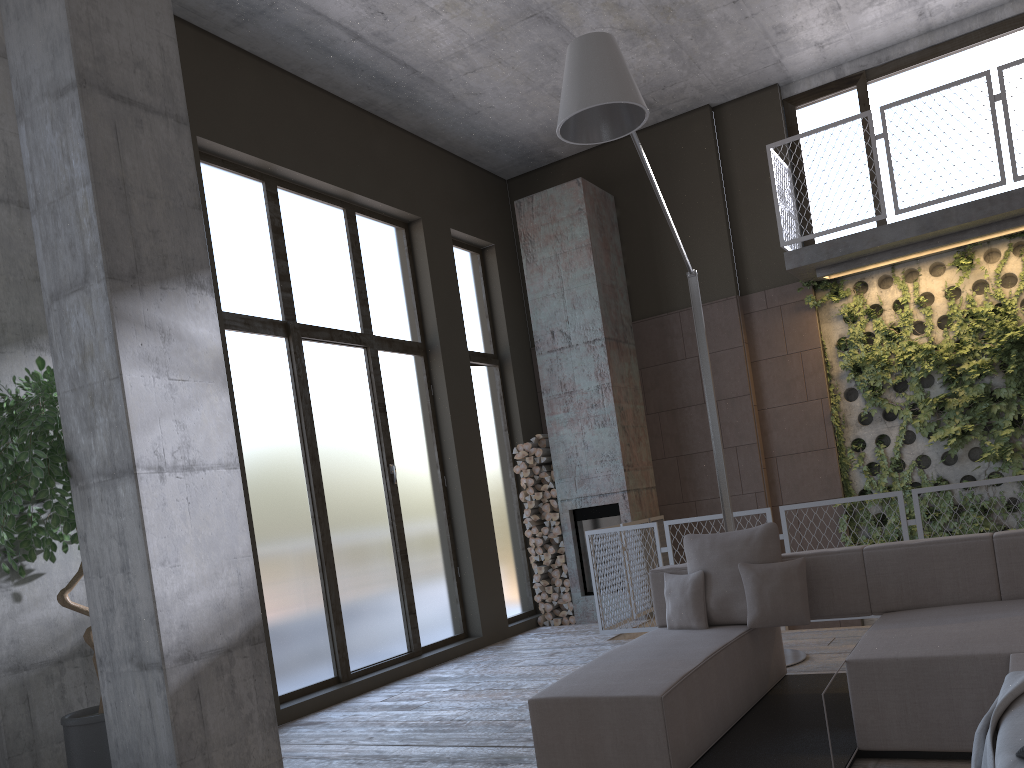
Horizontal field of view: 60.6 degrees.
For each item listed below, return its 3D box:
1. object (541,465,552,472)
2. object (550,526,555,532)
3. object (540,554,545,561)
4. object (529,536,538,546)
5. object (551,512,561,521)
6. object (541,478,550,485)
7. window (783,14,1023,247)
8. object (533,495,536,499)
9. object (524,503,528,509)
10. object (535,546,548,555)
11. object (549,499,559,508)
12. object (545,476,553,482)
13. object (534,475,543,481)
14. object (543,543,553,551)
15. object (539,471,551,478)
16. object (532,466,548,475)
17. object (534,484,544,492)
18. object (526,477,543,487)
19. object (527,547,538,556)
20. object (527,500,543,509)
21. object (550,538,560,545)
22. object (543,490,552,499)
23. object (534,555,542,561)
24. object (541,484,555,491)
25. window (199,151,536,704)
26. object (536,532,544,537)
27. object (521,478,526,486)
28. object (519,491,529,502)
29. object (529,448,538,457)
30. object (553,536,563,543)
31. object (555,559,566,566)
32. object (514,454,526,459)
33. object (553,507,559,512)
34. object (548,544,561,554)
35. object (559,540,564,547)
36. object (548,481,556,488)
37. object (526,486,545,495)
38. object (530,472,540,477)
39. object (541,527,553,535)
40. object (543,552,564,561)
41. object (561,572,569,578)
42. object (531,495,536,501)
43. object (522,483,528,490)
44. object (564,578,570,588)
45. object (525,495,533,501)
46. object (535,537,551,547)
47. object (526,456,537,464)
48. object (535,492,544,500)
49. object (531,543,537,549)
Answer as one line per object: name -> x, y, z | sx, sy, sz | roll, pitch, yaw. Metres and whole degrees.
object -> 0.440, 0.917, 9.570 | 0.068, 0.070, 0.422 | -10, -8, 29
object -> 0.535, 1.566, 9.571 | 0.068, 0.070, 0.422 | -10, -8, 29
object -> 0.438, 1.888, 9.643 | 0.068, 0.067, 0.422 | -11, -8, 29
object -> 0.306, 1.722, 9.677 | 0.102, 0.102, 0.292 | -11, -8, 31
object -> 0.580, 1.422, 9.517 | 0.094, 0.083, 0.479 | -11, -8, 29
object -> 0.439, 1.071, 9.648 | 0.105, 0.101, 0.291 | -11, -8, 29
window -> 4.398, -2.354, 7.969 | 3.609, 1.741, 0.109 | -12, -2, 30
object -> 0.383, 1.222, 9.593 | 0.116, 0.079, 0.434 | -11, -9, 29
object -> 0.263, 1.331, 9.647 | 0.068, 0.067, 0.422 | -11, -8, 29
object -> 0.398, 1.817, 9.667 | 0.093, 0.093, 0.436 | -11, -8, 29
object -> 0.532, 1.292, 9.494 | 0.089, 0.107, 0.364 | -10, -8, 29
object -> 0.478, 1.040, 9.541 | 0.067, 0.084, 0.424 | -10, -8, 27
object -> 0.350, 1.015, 9.605 | 0.065, 0.074, 0.359 | -10, -8, 28
object -> 0.475, 1.787, 9.650 | 0.102, 0.086, 0.362 | -11, -8, 29
object -> 0.433, 0.981, 9.549 | 0.123, 0.067, 0.362 | -12, -9, 31
object -> 0.368, 0.939, 9.581 | 0.092, 0.089, 0.454 | -11, -8, 28
object -> 0.380, 1.138, 9.649 | 0.102, 0.086, 0.362 | -11, -8, 29
object -> 0.271, 1.061, 9.590 | 0.099, 0.106, 0.293 | -11, -8, 31
object -> 0.300, 1.838, 9.676 | 0.089, 0.107, 0.364 | -10, -8, 29
object -> 0.325, 1.306, 9.607 | 0.094, 0.083, 0.479 | -11, -8, 29
object -> 0.534, 1.720, 9.649 | 0.105, 0.101, 0.291 | -11, -8, 29
object -> 0.486, 1.197, 9.575 | 0.092, 0.089, 0.454 | -11, -8, 29
object -> 0.369, 1.902, 9.684 | 0.068, 0.066, 0.422 | -11, -8, 29
object -> 0.463, 1.129, 9.587 | 0.116, 0.079, 0.434 | -11, -9, 29
window -> -2.325, 0.282, 5.910 | 0.211, 4.138, 9.191 | -8, -6, 28
object -> 0.375, 1.636, 9.614 | 0.090, 0.056, 0.332 | -12, -9, 29
object -> 0.211, 1.073, 9.676 | 0.102, 0.102, 0.292 | -11, -8, 31
object -> 0.196, 1.236, 9.684 | 0.064, 0.124, 0.363 | -9, -7, 28
object -> 0.311, 0.737, 9.541 | 0.105, 0.083, 0.362 | -11, -8, 29
object -> 0.573, 1.689, 9.542 | 0.067, 0.084, 0.424 | -10, -8, 27
object -> 0.610, 1.916, 9.565 | 0.092, 0.089, 0.454 | -11, -8, 29
object -> 0.167, 0.799, 9.685 | 0.124, 0.068, 0.363 | -12, -9, 31
object -> 0.555, 1.347, 9.565 | 0.102, 0.086, 0.362 | -11, -8, 29
object -> 0.537, 1.784, 9.552 | 0.092, 0.089, 0.454 | -11, -8, 30
object -> 0.625, 1.709, 9.514 | 0.067, 0.084, 0.424 | -10, -8, 27
object -> 0.516, 1.089, 9.532 | 0.072, 0.072, 0.422 | -11, -8, 29
object -> 0.303, 1.168, 9.666 | 0.093, 0.093, 0.436 | -11, -8, 29
object -> 0.280, 0.987, 9.613 | 0.090, 0.056, 0.332 | -12, -9, 29
object -> 0.463, 1.588, 9.582 | 0.092, 0.089, 0.454 | -11, -8, 28
object -> 0.500, 1.862, 9.602 | 0.094, 0.083, 0.479 | -11, -8, 29
object -> 0.656, 2.046, 9.533 | 0.072, 0.072, 0.422 | -11, -8, 29
object -> 0.343, 1.239, 9.641 | 0.068, 0.067, 0.422 | -11, -8, 29
object -> 0.191, 1.113, 9.595 | 0.046, 0.072, 0.250 | -10, -7, 29
object -> 0.698, 2.135, 9.528 | 0.092, 0.091, 0.436 | -11, -8, 29
object -> 0.274, 1.253, 9.683 | 0.068, 0.066, 0.422 | -11, -8, 29
object -> 0.366, 1.710, 9.591 | 0.099, 0.106, 0.293 | -11, -8, 31
object -> 0.309, 0.832, 9.590 | 0.095, 0.082, 0.479 | -11, -8, 29
object -> 0.405, 1.213, 9.601 | 0.094, 0.083, 0.479 | -11, -8, 29
object -> 0.286, 1.762, 9.596 | 0.046, 0.072, 0.250 | -10, -7, 29
